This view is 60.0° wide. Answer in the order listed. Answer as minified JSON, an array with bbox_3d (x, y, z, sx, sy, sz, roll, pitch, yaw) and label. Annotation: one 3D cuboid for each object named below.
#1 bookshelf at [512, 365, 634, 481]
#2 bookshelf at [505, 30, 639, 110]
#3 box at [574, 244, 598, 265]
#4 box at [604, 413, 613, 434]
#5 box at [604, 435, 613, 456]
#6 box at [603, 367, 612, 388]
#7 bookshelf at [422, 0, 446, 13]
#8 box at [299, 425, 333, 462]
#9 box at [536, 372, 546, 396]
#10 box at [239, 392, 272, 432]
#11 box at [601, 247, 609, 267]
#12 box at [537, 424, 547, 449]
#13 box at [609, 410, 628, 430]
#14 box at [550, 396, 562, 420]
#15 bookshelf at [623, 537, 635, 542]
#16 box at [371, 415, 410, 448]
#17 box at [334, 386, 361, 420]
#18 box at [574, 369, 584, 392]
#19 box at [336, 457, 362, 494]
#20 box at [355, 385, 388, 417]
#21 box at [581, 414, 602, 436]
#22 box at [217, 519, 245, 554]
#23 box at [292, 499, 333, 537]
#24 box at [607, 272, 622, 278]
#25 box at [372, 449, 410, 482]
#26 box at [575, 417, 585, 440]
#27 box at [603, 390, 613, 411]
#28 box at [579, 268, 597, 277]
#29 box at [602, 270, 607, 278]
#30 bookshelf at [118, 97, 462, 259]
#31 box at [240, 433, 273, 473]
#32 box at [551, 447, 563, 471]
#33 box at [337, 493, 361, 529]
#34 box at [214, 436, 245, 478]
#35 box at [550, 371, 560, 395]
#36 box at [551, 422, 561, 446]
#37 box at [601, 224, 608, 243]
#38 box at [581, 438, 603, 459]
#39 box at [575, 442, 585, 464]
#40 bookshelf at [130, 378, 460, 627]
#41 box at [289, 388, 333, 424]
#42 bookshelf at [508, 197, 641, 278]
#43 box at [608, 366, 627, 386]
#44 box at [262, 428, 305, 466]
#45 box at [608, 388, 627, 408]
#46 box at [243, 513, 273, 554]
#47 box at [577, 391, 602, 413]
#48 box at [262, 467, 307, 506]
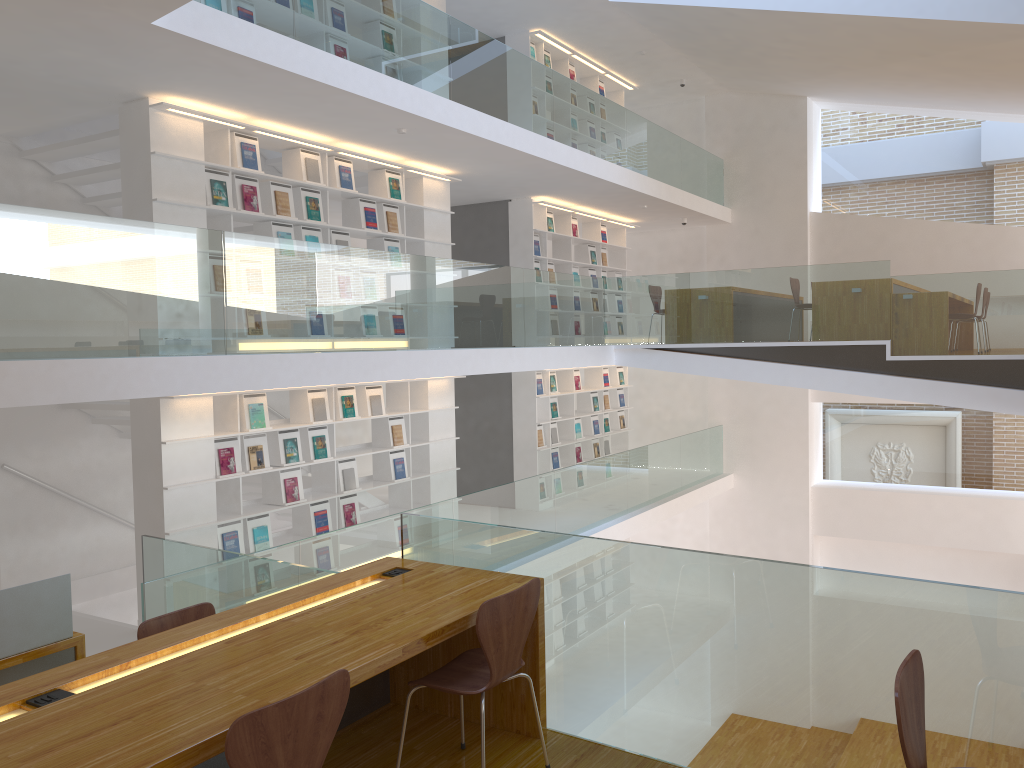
[{"bbox_3d":[1.001,0.608,12.322,0.498,1.836,2.984,0,3,31],"label":"bookshelf"},{"bbox_3d":[0.921,-3.495,12.141,0.498,1.836,2.984,0,3,31],"label":"bookshelf"},{"bbox_3d":[1.058,-1.808,12.519,0.274,0.296,0.245,0,3,31],"label":"box"},{"bbox_3d":[1.288,0.561,12.924,0.274,0.296,0.245,0,3,31],"label":"box"},{"bbox_3d":[1.305,0.889,12.955,0.274,0.296,0.245,0,3,31],"label":"box"},{"bbox_3d":[1.280,-0.095,12.903,0.274,0.296,0.245,0,3,31],"label":"box"},{"bbox_3d":[-1.718,-3.252,7.827,0.498,1.836,3.666,0,3,31],"label":"bookshelf"},{"bbox_3d":[-1.763,0.519,7.804,0.274,0.296,0.245,0,3,31],"label":"box"},{"bbox_3d":[0.254,0.002,11.222,0.274,0.296,0.245,0,3,31],"label":"box"},{"bbox_3d":[-2.135,0.224,7.190,0.274,0.296,0.245,0,3,31],"label":"box"},{"bbox_3d":[1.246,-1.826,12.827,0.274,0.296,0.245,0,3,31],"label":"box"},{"bbox_3d":[0.266,0.655,11.250,0.274,0.296,0.245,0,3,31],"label":"box"},{"bbox_3d":[1.574,0.535,13.392,0.274,0.296,0.245,0,3,31],"label":"box"},{"bbox_3d":[0.467,0.303,11.574,0.274,0.296,0.245,0,3,31],"label":"box"},{"bbox_3d":[1.041,2.643,12.412,0.498,1.836,2.984,0,3,31],"label":"bookshelf"},{"bbox_3d":[-1.197,0.467,8.731,0.274,0.296,0.245,0,3,31],"label":"box"},{"bbox_3d":[-1.571,0.172,8.113,0.274,0.296,0.245,0,3,31],"label":"box"},{"bbox_3d":[0.803,-0.052,12.116,0.274,0.296,0.245,0,3,31],"label":"box"},{"bbox_3d":[-1.566,0.830,8.129,0.274,0.296,0.245,0,3,31],"label":"box"},{"bbox_3d":[-3.121,2.061,5.584,0.498,3.764,7.125,0,3,31],"label":"box"},{"bbox_3d":[1.105,0.578,12.624,0.274,0.296,0.245,0,3,31],"label":"box"},{"bbox_3d":[-2.272,1.224,6.977,0.274,0.296,0.245,0,3,31],"label":"box"},{"bbox_3d":[-1.752,1.176,7.829,0.274,0.296,0.245,0,3,31],"label":"box"},{"bbox_3d":[1.526,-1.524,13.289,0.274,0.296,0.245,0,3,31],"label":"box"},{"bbox_3d":[-1.189,0.795,8.746,0.274,0.296,0.245,0,3,31],"label":"box"},{"bbox_3d":[0.825,0.604,12.165,0.274,0.296,0.245,0,3,31],"label":"box"},{"bbox_3d":[1.287,0.232,12.918,0.274,0.296,0.245,0,3,31],"label":"box"},{"bbox_3d":[1.065,-1.480,12.533,0.274,0.296,0.245,0,3,31],"label":"box"},{"bbox_3d":[1.248,-1.497,12.833,0.274,0.296,0.245,0,3,31],"label":"box"},{"bbox_3d":[-1.678,-1.207,7.917,0.498,1.836,3.666,0,3,31],"label":"bookshelf"},{"bbox_3d":[-2.140,0.553,7.211,0.274,0.296,0.245,0,3,31],"label":"box"},{"bbox_3d":[0.488,0.964,11.617,0.274,0.296,0.245,0,3,31],"label":"box"},{"bbox_3d":[-1.557,1.158,8.148,0.274,0.296,0.245,0,3,31],"label":"box"},{"bbox_3d":[-2.287,0.566,6.945,0.274,0.296,0.245,0,3,31],"label":"box"},{"bbox_3d":[0.448,-0.018,11.539,0.274,0.296,0.245,0,3,31],"label":"box"},{"bbox_3d":[0.461,0.637,11.570,0.274,0.296,0.245,0,3,31],"label":"box"},{"bbox_3d":[1.240,-2.153,12.813,0.274,0.296,0.245,0,3,31],"label":"box"},{"bbox_3d":[1.118,0.906,12.650,0.274,0.296,0.245,0,3,31],"label":"box"},{"bbox_3d":[0.824,0.933,12.168,0.274,0.296,0.245,0,3,31],"label":"box"},{"bbox_3d":[-1.681,0.851,8.034,0.397,1.836,3.666,0,3,31],"label":"bookshelf"},{"bbox_3d":[-1.766,0.190,7.795,0.274,0.296,0.245,0,3,31],"label":"box"},{"bbox_3d":[0.961,-1.450,12.232,0.498,1.836,2.984,0,3,31],"label":"bookshelf"},{"bbox_3d":[1.554,-0.121,13.351,0.274,0.296,0.245,0,3,31],"label":"box"},{"bbox_3d":[-1.943,0.528,7.509,0.274,0.296,0.245,0,3,31],"label":"box"},{"bbox_3d":[1.560,0.207,13.366,0.274,0.296,0.245,0,3,31],"label":"box"},{"bbox_3d":[-2.118,1.209,7.229,0.274,0.296,0.245,0,3,31],"label":"box"},{"bbox_3d":[1.099,0.251,12.609,0.274,0.296,0.245,0,3,31],"label":"box"},{"bbox_3d":[-1.933,0.856,7.528,0.274,0.296,0.245,0,3,31],"label":"box"}]
